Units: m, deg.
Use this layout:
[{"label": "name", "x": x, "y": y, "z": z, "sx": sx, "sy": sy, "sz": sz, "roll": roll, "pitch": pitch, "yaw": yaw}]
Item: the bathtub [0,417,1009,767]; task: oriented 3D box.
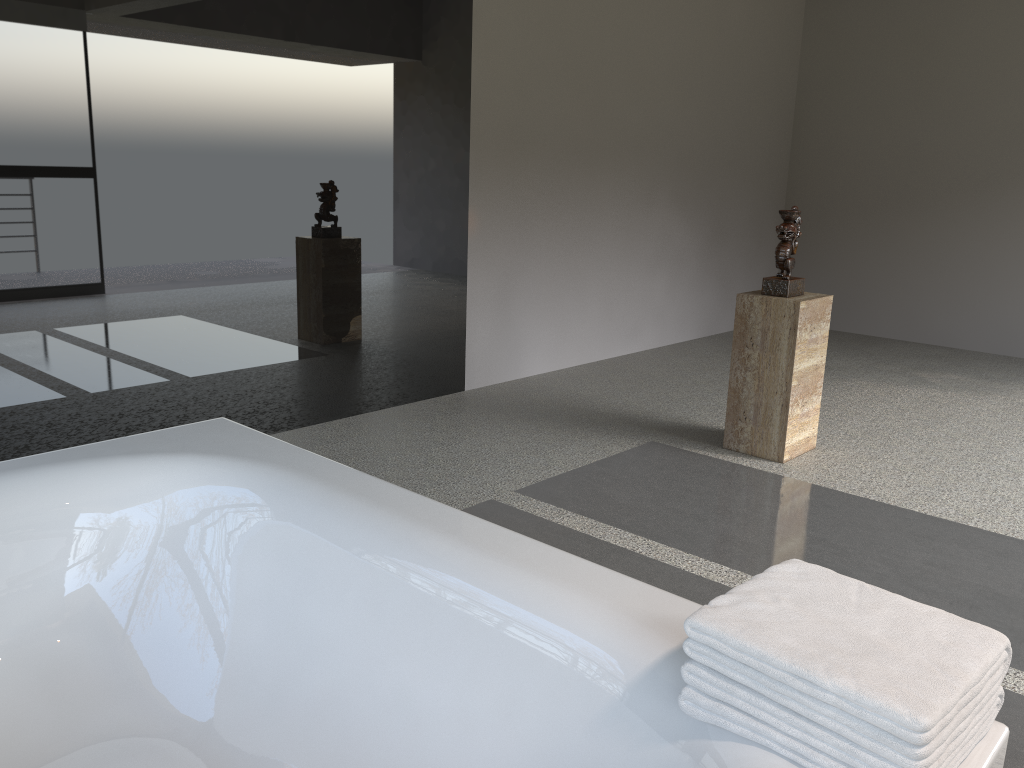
[{"label": "bathtub", "x": -0.524, "y": 0.615, "z": 1.374, "sx": 1.960, "sy": 0.503, "sz": 1.329, "roll": 14, "pitch": 18, "yaw": 40}]

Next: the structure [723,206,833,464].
[{"label": "structure", "x": 1.177, "y": -0.232, "z": 3.873, "sx": 0.292, "sy": 1.072, "sz": 0.328, "roll": 13, "pitch": 18, "yaw": 40}]

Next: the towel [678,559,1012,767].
[{"label": "towel", "x": 0.435, "y": 0.376, "z": 1.173, "sx": 0.305, "sy": 0.145, "sz": 0.322, "roll": -11, "pitch": 19, "yaw": -44}]
